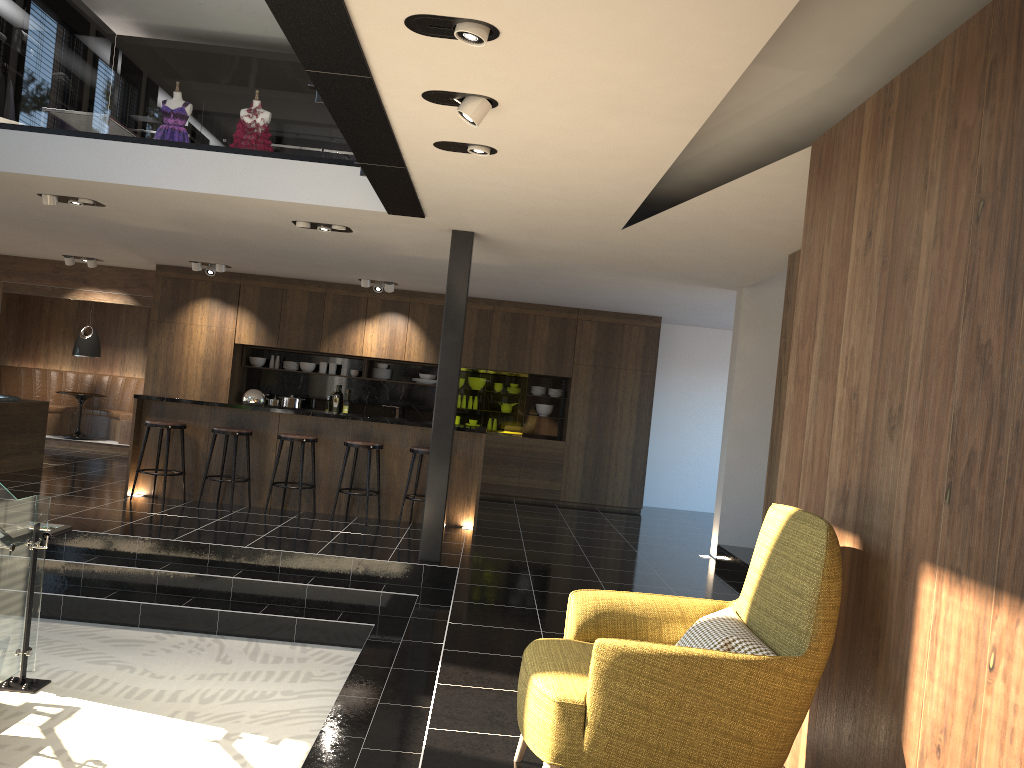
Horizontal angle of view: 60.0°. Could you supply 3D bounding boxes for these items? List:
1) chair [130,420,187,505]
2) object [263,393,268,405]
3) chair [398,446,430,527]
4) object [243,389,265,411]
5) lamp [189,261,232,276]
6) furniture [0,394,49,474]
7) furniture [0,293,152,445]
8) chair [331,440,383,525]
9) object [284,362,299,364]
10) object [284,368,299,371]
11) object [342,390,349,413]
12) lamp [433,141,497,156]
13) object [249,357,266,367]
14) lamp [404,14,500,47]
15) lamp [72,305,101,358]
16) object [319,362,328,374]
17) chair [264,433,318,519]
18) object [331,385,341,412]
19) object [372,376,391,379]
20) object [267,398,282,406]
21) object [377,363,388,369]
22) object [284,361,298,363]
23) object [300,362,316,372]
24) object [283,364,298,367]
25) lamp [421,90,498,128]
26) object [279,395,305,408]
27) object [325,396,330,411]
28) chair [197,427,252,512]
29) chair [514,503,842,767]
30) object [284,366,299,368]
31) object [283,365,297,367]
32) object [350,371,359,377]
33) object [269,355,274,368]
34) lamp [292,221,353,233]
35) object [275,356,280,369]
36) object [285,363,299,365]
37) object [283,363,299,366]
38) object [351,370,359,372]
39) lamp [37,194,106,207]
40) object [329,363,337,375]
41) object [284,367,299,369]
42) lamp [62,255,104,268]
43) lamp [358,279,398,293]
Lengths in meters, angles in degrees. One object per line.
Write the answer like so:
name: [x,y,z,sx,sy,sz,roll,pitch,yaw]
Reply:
chair: [-3.496,0.776,8.858,0.412,0.799,0.412,6,0,8]
object: [-3.567,0.198,12.475,0.255,0.218,0.236,6,-1,-43]
chair: [-0.869,1.045,8.916,0.412,0.799,0.412,6,0,8]
object: [-2.658,0.166,9.136,0.227,0.228,0.227,6,-1,-41]
lamp: [-3.867,-1.538,11.380,0.501,0.294,0.349,6,-1,-1]
furniture: [-6.783,0.439,9.763,2.609,0.822,1.365,6,-1,-1]
furniture: [-6.295,-0.343,13.528,2.638,2.335,1.174,6,0,-2]
chair: [-1.526,0.978,8.902,0.412,0.799,0.412,6,0,8]
object: [-3.135,-0.287,12.598,0.220,0.033,0.220,6,-1,-5]
object: [-3.143,-0.206,12.598,0.220,0.033,0.220,6,-1,-5]
object: [-2.379,0.280,12.714,0.077,0.395,0.077,6,0,41]
lamp: [-0.244,-1.320,4.749,0.346,0.158,0.195,6,-1,-1]
object: [-3.617,-0.306,12.596,0.234,0.138,0.234,6,-1,2]
lamp: [-0.211,-1.330,3.198,0.346,0.177,0.195,6,0,-1]
lamp: [-6.215,-0.880,13.052,0.389,0.974,0.389,6,0,42]
object: [-2.681,-0.227,12.593,0.109,0.161,0.109,6,0,-19]
chair: [-2.183,0.911,8.887,0.412,0.799,0.412,6,0,8]
object: [-2.534,0.236,12.704,0.133,0.451,0.116,6,0,-1]
object: [-1.873,-0.084,12.705,0.268,0.024,0.269,5,-1,37]
object: [-3.314,0.261,12.389,0.210,0.143,0.195,6,-1,-43]
object: [-1.859,-0.246,12.704,0.168,0.087,0.168,6,-1,18]
object: [-3.134,-0.299,12.598,0.220,0.033,0.220,6,-1,-5]
object: [-2.906,-0.232,12.611,0.234,0.138,0.234,6,-1,18]
object: [-3.138,-0.253,12.598,0.220,0.033,0.220,6,-1,-5]
lamp: [-0.232,-1.285,3.973,0.346,0.247,0.195,6,0,-1]
object: [-3.053,0.257,12.279,0.278,0.218,0.301,5,-1,32]
object: [-2.642,0.308,12.697,0.057,0.287,0.058,6,0,12]
chair: [-2.839,0.844,8.873,0.412,0.799,0.412,6,0,8]
chair: [0.552,0.949,3.118,1.031,1.097,0.807,6,0,-2]
object: [-3.140,-0.230,12.598,0.220,0.033,0.220,6,-1,-5]
object: [-3.139,-0.241,12.598,0.220,0.033,0.220,6,-1,-5]
object: [-2.243,-0.138,12.626,0.122,0.072,0.122,6,-1,24]
object: [-3.408,-0.315,12.600,0.060,0.185,0.060,6,0,30]
lamp: [-1.633,-1.416,7.676,0.501,0.194,0.349,6,-1,-1]
object: [-3.333,-0.307,12.602,0.060,0.185,0.060,6,0,-33]
object: [-3.136,-0.274,12.598,0.220,0.033,0.220,6,-1,-5]
object: [-3.137,-0.264,12.598,0.220,0.033,0.220,6,-1,-5]
object: [-2.240,-0.162,12.626,0.122,0.072,0.122,6,-1,24]
lamp: [-3.782,-1.617,7.628,0.501,0.231,0.349,6,-1,-1]
object: [-2.548,-0.214,12.596,0.109,0.161,0.109,6,0,11]
object: [-3.142,-0.218,12.598,0.220,0.033,0.220,6,-1,-5]
lamp: [-5.885,-1.739,12.165,0.501,0.280,0.349,6,-1,-1]
lamp: [-1.719,-1.326,11.428,0.501,0.280,0.349,6,-1,-1]
